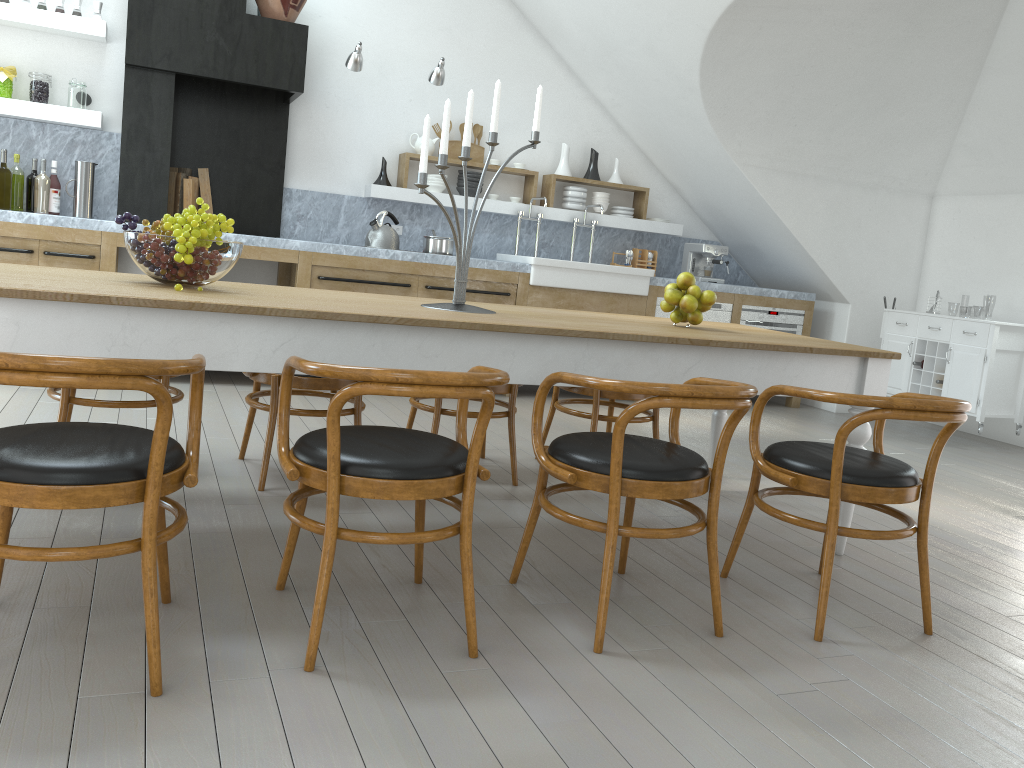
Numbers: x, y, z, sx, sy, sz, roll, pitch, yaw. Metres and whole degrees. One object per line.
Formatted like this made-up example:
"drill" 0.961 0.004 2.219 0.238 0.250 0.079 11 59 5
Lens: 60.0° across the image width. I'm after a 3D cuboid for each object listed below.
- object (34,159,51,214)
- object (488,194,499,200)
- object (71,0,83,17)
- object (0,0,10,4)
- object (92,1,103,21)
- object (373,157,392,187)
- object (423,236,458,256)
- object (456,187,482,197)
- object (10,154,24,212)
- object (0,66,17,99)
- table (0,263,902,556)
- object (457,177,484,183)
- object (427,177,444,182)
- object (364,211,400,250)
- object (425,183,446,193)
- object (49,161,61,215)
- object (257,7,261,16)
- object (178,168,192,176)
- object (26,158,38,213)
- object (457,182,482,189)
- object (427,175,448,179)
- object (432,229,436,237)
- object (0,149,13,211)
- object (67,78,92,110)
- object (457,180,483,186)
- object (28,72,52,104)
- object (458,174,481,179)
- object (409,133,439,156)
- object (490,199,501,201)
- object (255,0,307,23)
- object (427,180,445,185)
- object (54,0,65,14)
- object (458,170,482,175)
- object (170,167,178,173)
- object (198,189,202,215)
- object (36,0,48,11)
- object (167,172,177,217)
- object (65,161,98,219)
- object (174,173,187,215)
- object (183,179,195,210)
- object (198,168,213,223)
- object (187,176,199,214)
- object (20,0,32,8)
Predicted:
"object" -2.818 -1.183 5.320 0.085 0.330 0.086 4 7 -14
"object" -0.152 -1.480 7.038 0.098 0.048 0.099 2 9 -25
"object" -2.631 -2.275 5.365 0.067 0.124 0.064 2 8 -29
"object" -2.989 -2.292 5.225 0.067 0.124 0.064 2 8 -29
"object" -2.528 -2.270 5.408 0.067 0.124 0.064 2 8 -29
"object" -0.968 -1.600 6.679 0.156 0.218 0.156 0 9 -41
"object" -0.469 -1.001 6.422 0.394 0.170 0.233 -1 10 -43
"object" -0.337 -1.494 6.935 0.205 0.072 0.206 0 10 -35
"object" -2.957 -1.198 5.282 0.092 0.338 0.092 5 7 -5
"object" -3.039 -1.800 5.280 0.163 0.198 0.128 2 8 -28
"table" -0.332 0.123 3.138 3.347 0.796 1.023 3 8 -23
"object" -0.327 -1.569 6.928 0.205 0.072 0.206 0 10 -35
"object" -0.592 -1.547 6.822 0.181 0.069 0.182 5 8 -5
"object" -0.902 -1.084 6.224 0.246 0.267 0.247 4 7 -13
"object" -0.598 -1.502 6.826 0.181 0.063 0.182 6 8 0
"object" -2.809 -1.200 5.429 0.081 0.328 0.081 7 7 4
"object" -1.636 -2.664 6.127 0.231 0.501 0.231 8 7 18
"object" -2.280 -1.264 6.143 0.089 0.457 0.111 3 7 -23
"object" -2.913 -1.207 5.401 0.085 0.330 0.086 4 7 -14
"object" -0.335 -1.521 6.932 0.205 0.086 0.206 8 8 14
"object" -0.587 -1.575 6.819 0.181 0.076 0.181 8 8 14
"object" -0.553 -1.035 6.419 0.051 0.166 0.237 3 8 -28
"object" -2.962 -1.186 5.163 0.092 0.357 0.093 9 7 21
"object" -2.660 -1.774 5.446 0.103 0.177 0.208 6 7 -1
"object" -0.327 -1.547 6.925 0.205 0.086 0.206 9 8 19
"object" -2.857 -1.785 5.360 0.120 0.182 0.121 5 7 -8
"object" -0.322 -1.595 6.929 0.205 0.083 0.206 7 8 4
"object" -0.674 -1.825 6.775 0.168 0.168 0.175 0 9 -39
"object" -0.155 -1.457 7.041 0.164 0.012 0.164 5 8 -5
"object" -1.542 -2.476 5.835 0.348 0.236 0.368 5 8 -5
"object" -0.597 -1.524 6.823 0.181 0.065 0.181 8 8 14
"object" -2.720 -2.280 5.337 0.067 0.124 0.064 2 8 -29
"object" -0.322 -1.622 6.927 0.205 0.080 0.206 3 8 -20
"object" -2.348 -1.280 6.121 0.068 0.424 0.089 5 7 -9
"object" -2.202 -1.213 6.186 0.110 0.295 0.105 12 9 42
"object" -2.802 -2.282 5.288 0.067 0.124 0.064 2 8 -29
"object" -2.297 -1.248 5.969 0.057 0.358 0.075 5 7 -9
"object" -2.640 -1.191 5.433 0.164 0.338 0.115 4 7 -20
"object" -2.240 -1.237 5.979 0.068 0.366 0.131 5 7 -9
"object" -2.161 -1.204 5.934 0.081 0.335 0.149 2 8 -33
"object" -2.102 -1.271 6.111 0.148 0.426 0.078 7 7 12
"object" -2.191 -1.229 6.049 0.072 0.365 0.131 6 7 -5
"object" -2.886 -2.288 5.268 0.067 0.124 0.064 2 8 -29
